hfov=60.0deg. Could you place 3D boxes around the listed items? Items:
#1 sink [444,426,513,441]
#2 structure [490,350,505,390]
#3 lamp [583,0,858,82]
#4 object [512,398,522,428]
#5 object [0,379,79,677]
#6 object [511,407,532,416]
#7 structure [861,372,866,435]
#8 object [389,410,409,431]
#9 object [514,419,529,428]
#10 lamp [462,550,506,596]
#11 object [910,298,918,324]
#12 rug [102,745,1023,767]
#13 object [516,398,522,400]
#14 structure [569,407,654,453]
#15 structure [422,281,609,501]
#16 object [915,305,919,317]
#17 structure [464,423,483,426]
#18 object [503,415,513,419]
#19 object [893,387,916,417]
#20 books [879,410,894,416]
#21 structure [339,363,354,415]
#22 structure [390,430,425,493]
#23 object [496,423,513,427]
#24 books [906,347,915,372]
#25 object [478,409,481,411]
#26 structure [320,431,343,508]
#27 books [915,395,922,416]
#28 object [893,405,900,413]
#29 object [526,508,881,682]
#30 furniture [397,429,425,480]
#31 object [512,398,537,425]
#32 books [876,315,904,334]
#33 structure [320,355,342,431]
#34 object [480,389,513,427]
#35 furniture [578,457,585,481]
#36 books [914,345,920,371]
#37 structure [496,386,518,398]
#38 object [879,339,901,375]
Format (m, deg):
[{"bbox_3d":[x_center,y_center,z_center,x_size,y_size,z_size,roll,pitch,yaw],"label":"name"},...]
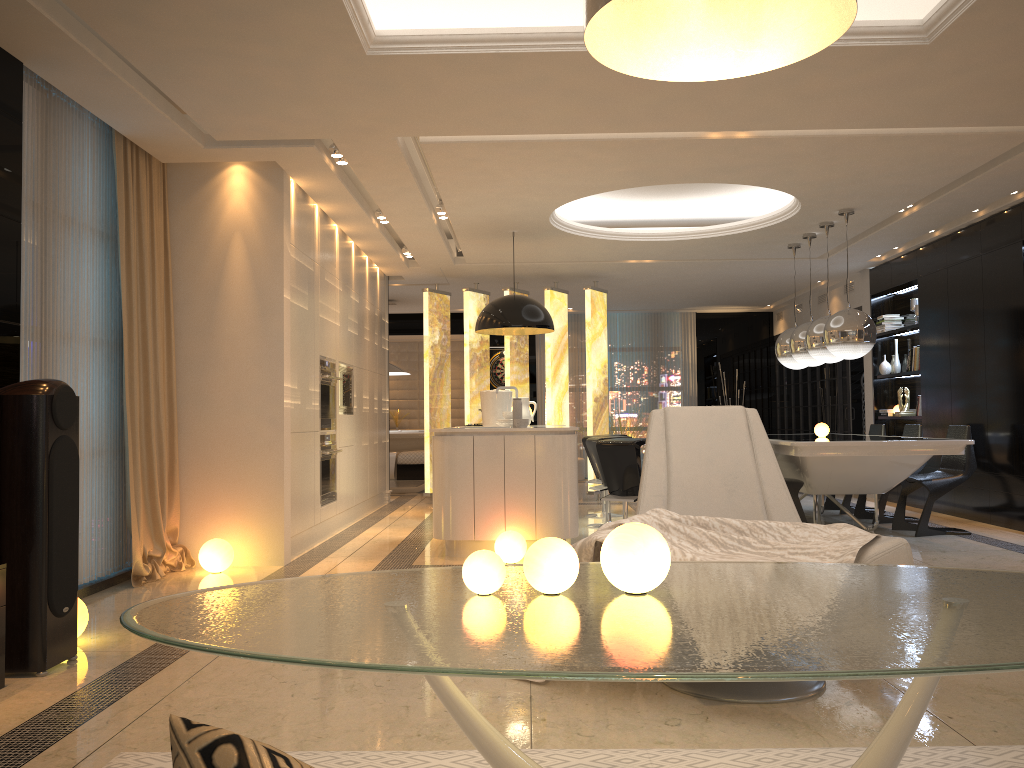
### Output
[{"bbox_3d":[-0.240,0.402,6.696,0.485,0.152,0.738,-1,-2,1],"label":"sink"},{"bbox_3d":[-0.081,-0.208,14.209,0.669,0.669,0.048,-1,-2,1],"label":"structure"},{"bbox_3d":[0.294,-0.303,0.504,0.393,2.519,2.009,-1,-2,1],"label":"lamp"},{"bbox_3d":[0.039,0.207,6.446,0.071,0.219,0.071,0,-2,-8],"label":"object"},{"bbox_3d":[-1.977,0.543,3.476,0.468,1.127,0.285,-1,-2,1],"label":"object"},{"bbox_3d":[0.081,0.281,8.196,0.212,0.214,0.213,1,-3,-39],"label":"object"},{"bbox_3d":[5.620,-0.681,12.599,1.964,4.134,3.425,-1,-2,1],"label":"structure"},{"bbox_3d":[-1.923,0.773,15.082,0.390,0.718,0.388,0,-2,-8],"label":"object"},{"bbox_3d":[0.070,0.282,6.357,0.111,0.062,0.111,-2,-3,22],"label":"object"},{"bbox_3d":[-0.058,0.388,1.828,0.090,0.091,0.090,1,-3,-39],"label":"lamp"},{"bbox_3d":[4.264,-0.746,9.348,0.111,0.301,0.111,-1,-2,-3],"label":"object"},{"bbox_3d":[0.302,1.003,1.717,2.900,0.020,1.661,-1,-2,1],"label":"rug"},{"bbox_3d":[0.041,0.212,6.552,0.071,0.219,0.071,0,-3,-23],"label":"object"},{"bbox_3d":[1.684,0.895,13.344,1.275,1.142,1.282,1,-3,-43],"label":"structure"},{"bbox_3d":[0.064,0.086,10.352,2.180,2.555,0.448,-1,-2,1],"label":"structure"},{"bbox_3d":[4.256,-0.712,9.234,0.104,0.224,0.104,-1,-2,3],"label":"object"},{"bbox_3d":[-0.205,0.412,8.994,0.502,0.026,0.811,-1,-2,1],"label":"structure"},{"bbox_3d":[-0.012,0.288,7.507,0.138,0.051,0.138,1,-3,-41],"label":"object"},{"bbox_3d":[4.199,0.192,9.501,0.177,0.311,0.177,-1,-2,1],"label":"object"},{"bbox_3d":[4.244,0.323,9.875,0.209,0.073,0.266,-1,-2,4],"label":"books"},{"bbox_3d":[-1.724,0.056,8.054,0.446,0.450,0.659,-1,-2,1],"label":"structure"},{"bbox_3d":[-2.192,1.060,12.272,2.912,0.812,1.659,-1,-2,1],"label":"structure"},{"bbox_3d":[-0.012,0.345,7.504,0.264,0.033,0.264,1,-3,-30],"label":"object"},{"bbox_3d":[4.237,-0.255,9.236,0.207,0.256,0.245,-1,-2,0],"label":"books"},{"bbox_3d":[-0.180,0.326,8.997,0.266,0.147,0.253,-3,-3,44],"label":"object"},{"bbox_3d":[-1.741,0.693,7.282,0.595,0.597,0.609,-1,-2,1],"label":"structure"},{"bbox_3d":[4.237,0.209,9.020,0.182,0.232,0.284,-1,-2,4],"label":"books"},{"bbox_3d":[4.222,0.288,9.664,0.125,0.125,0.125,-3,-3,40],"label":"object"},{"bbox_3d":[0.613,0.770,3.287,1.347,0.580,0.972,-3,-3,38],"label":"object"},{"bbox_3d":[-1.189,1.153,14.746,1.312,0.810,1.107,-1,-2,1],"label":"furniture"},{"bbox_3d":[0.093,0.251,7.970,0.211,0.254,0.183,1,-3,-37],"label":"object"},{"bbox_3d":[4.224,-0.667,9.925,0.259,0.188,0.302,-1,-2,8],"label":"books"},{"bbox_3d":[-1.748,0.085,7.307,0.595,0.597,0.609,-1,-2,1],"label":"structure"},{"bbox_3d":[-0.137,0.211,7.810,0.288,0.330,0.288,-1,-2,18],"label":"object"},{"bbox_3d":[0.767,1.314,13.753,0.735,0.357,0.735,-1,-2,3],"label":"furniture"},{"bbox_3d":[4.233,-0.267,9.028,0.212,0.261,0.252,-1,-2,1],"label":"books"},{"bbox_3d":[-0.034,0.172,6.675,0.177,0.310,0.089,-1,-2,1],"label":"structure"},{"bbox_3d":[4.208,-0.297,9.899,0.210,0.395,0.180,-1,-2,4],"label":"object"}]
